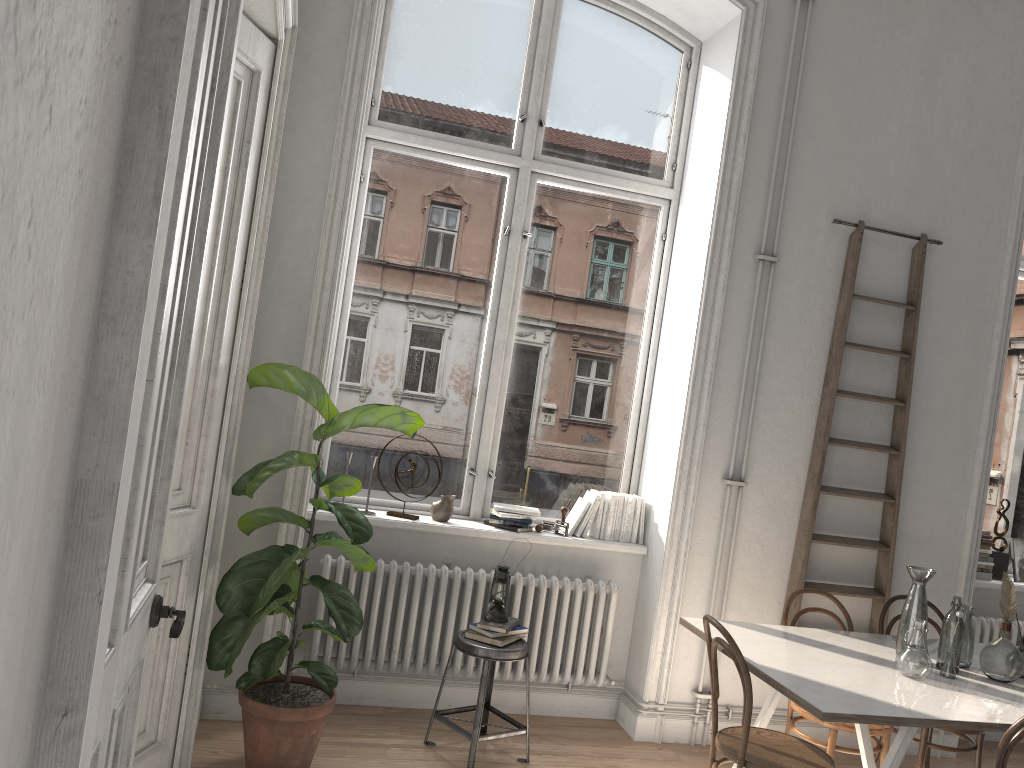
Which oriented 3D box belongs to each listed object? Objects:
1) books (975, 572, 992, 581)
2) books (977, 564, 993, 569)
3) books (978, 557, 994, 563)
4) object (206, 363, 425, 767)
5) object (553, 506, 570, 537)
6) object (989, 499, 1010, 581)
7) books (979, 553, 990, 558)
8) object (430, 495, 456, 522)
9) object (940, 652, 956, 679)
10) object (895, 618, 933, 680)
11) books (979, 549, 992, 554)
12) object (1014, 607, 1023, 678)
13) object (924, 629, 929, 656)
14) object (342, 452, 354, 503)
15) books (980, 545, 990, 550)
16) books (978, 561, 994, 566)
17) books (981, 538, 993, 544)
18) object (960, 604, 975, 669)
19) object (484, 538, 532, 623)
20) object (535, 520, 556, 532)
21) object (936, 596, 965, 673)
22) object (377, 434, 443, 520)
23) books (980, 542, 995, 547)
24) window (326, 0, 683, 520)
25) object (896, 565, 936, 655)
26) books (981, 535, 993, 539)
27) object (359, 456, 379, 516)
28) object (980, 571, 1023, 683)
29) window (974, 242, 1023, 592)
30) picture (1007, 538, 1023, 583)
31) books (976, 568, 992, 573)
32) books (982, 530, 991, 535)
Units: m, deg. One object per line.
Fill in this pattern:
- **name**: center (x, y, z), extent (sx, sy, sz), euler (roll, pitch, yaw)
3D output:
- **books**: center (2.689, 1.121, 5.293), extent (0.248, 0.043, 0.192), euler (8, -1, -13)
- **books**: center (2.699, 1.066, 5.292), extent (0.249, 0.023, 0.175), euler (8, -1, -13)
- **books**: center (2.709, 1.027, 5.311), extent (0.245, 0.028, 0.193), euler (8, -1, -18)
- **object**: center (1.666, 1.012, 3.985), extent (5.828, 1.842, 0.792), euler (8, 0, -8)
- **object**: center (0.268, 0.719, 4.663), extent (0.048, 0.153, 0.088), euler (8, 0, -43)
- **object**: center (2.952, 0.935, 5.366), extent (0.122, 0.488, 0.102), euler (8, 0, 11)
- **books**: center (2.719, 1.003, 5.307), extent (0.205, 0.022, 0.155), euler (8, -1, 1)
- **object**: center (-0.357, 0.633, 4.548), extent (0.100, 0.142, 0.102), euler (8, 0, -39)
- **object**: center (1.731, 1.112, 3.510), extent (0.058, 0.094, 0.058), euler (8, 0, 15)
- **object**: center (1.565, 1.024, 3.435), extent (0.132, 0.219, 0.132), euler (8, 0, -24)
- **books**: center (2.724, 0.980, 5.314), extent (0.222, 0.024, 0.158), euler (8, -1, -13)
- **object**: center (2.127, 1.075, 3.691), extent (0.107, 0.283, 0.106), euler (8, 0, -18)
- **object**: center (1.655, 1.070, 3.588), extent (0.083, 0.158, 0.083), euler (8, 0, -18)
- **object**: center (-0.837, 0.489, 4.472), extent (0.095, 0.289, 0.095), euler (8, 0, 18)
- **books**: center (2.725, 0.958, 5.308), extent (0.205, 0.022, 0.155), euler (8, -1, -18)
- **books**: center (2.708, 1.048, 5.310), extent (0.255, 0.014, 0.192), euler (8, -1, -10)
- **books**: center (2.718, 0.915, 5.305), extent (0.231, 0.023, 0.162), euler (8, -1, 2)
- **object**: center (1.888, 1.055, 3.719), extent (0.098, 0.255, 0.100), euler (8, 0, -37)
- **object**: center (-0.024, 0.904, 4.120), extent (0.163, 0.383, 0.154), euler (8, 0, -40)
- **object**: center (0.166, 0.757, 4.697), extent (0.088, 0.048, 0.153), euler (8, -1, 26)
- **object**: center (1.799, 1.018, 3.622), extent (0.086, 0.301, 0.086), euler (8, 0, -28)
- **object**: center (-0.523, 0.466, 4.507), extent (0.347, 0.425, 0.087), euler (8, 0, 19)
- **books**: center (2.723, 0.937, 5.307), extent (0.244, 0.019, 0.174), euler (8, -1, -13)
- **window**: center (0.002, -0.724, 4.790), extent (1.623, 2.843, 0.013), euler (8, 0, -13)
- **object**: center (1.685, 0.961, 3.708), extent (0.116, 0.383, 0.116), euler (8, 0, -2)
- **books**: center (2.734, 0.896, 5.308), extent (0.205, 0.020, 0.155), euler (8, -1, -13)
- **object**: center (-0.711, 0.507, 4.443), extent (0.095, 0.289, 0.095), euler (8, 0, 9)
- **object**: center (1.995, 0.973, 3.576), extent (0.156, 0.446, 0.157), euler (8, 0, 5)
- **window**: center (9.509, -3.687, 10.030), extent (14.389, 15.935, 26.392), euler (8, -1, -13)
- **picture**: center (3.107, 1.078, 5.450), extent (0.222, 0.264, 0.148), euler (8, 0, -30)
- **books**: center (2.696, 1.089, 5.292), extent (0.250, 0.023, 0.175), euler (8, -1, -18)
- **books**: center (2.730, 0.873, 5.316), extent (0.201, 0.024, 0.159), euler (8, -1, -23)
